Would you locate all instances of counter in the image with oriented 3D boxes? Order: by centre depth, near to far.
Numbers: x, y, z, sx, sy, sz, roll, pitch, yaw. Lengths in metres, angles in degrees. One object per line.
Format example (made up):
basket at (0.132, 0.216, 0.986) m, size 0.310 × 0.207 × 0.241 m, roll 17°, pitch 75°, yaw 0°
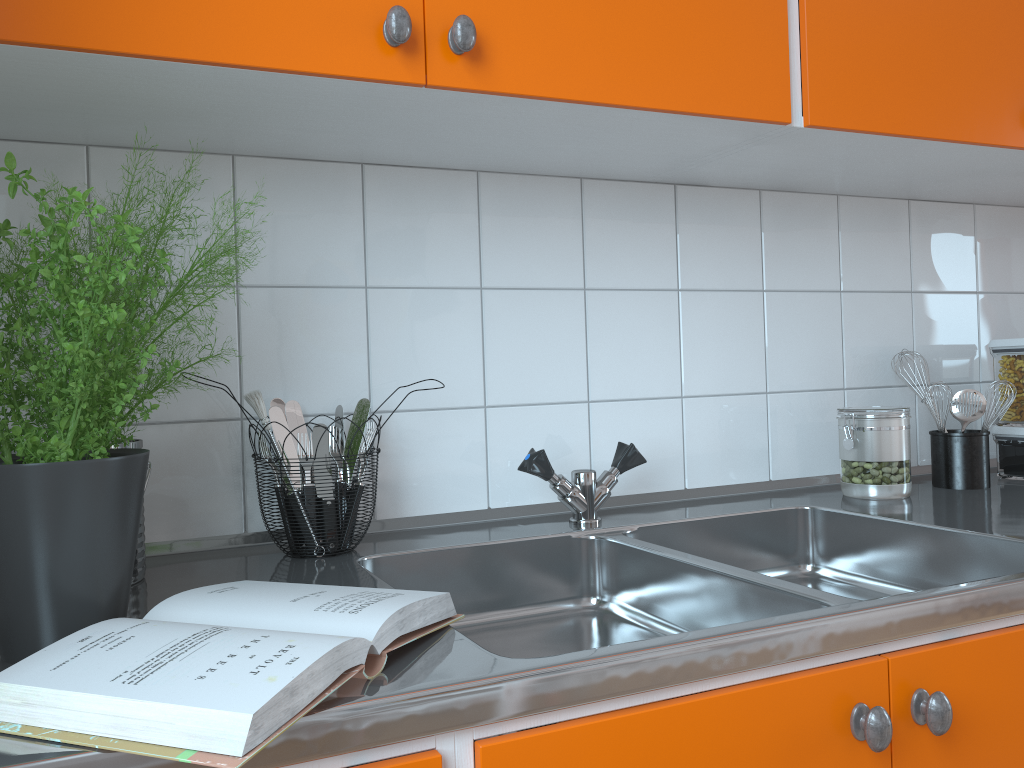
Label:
counter at (0.842, 0.228, 1.411) m, size 3.083 × 0.132 × 0.685 m, roll -2°, pitch 1°, yaw -24°

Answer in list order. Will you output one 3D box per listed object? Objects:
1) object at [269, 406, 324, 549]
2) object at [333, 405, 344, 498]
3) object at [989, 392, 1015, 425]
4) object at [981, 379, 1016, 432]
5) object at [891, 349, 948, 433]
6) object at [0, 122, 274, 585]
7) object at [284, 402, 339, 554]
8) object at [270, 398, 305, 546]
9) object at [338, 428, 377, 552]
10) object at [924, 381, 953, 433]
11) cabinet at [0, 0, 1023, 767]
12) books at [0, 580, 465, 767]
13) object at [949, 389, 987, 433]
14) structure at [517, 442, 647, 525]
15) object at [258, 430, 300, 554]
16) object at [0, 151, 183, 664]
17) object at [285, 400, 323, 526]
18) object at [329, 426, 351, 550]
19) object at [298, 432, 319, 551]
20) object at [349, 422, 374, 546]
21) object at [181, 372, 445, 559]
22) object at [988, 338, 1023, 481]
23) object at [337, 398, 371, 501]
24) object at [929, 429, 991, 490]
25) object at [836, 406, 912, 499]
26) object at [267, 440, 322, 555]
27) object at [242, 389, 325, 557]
object at (-0.291, 0.125, 1.202) m, size 0.089 × 0.192 × 0.024 m, roll -2°, pitch 0°, yaw 32°
object at (-0.241, 0.124, 1.231) m, size 0.017 × 0.189 × 0.060 m, roll -2°, pitch 0°, yaw -4°
object at (0.838, 0.097, 1.577) m, size 0.034 × 0.164 × 0.119 m, roll -2°, pitch 0°, yaw -44°
object at (0.835, 0.058, 1.542) m, size 0.044 × 0.131 × 0.077 m, roll -2°, pitch 0°, yaw -32°
object at (0.789, 0.057, 1.638) m, size 0.063 × 0.251 × 0.186 m, roll -2°, pitch 0°, yaw -23°
object at (-0.448, -0.025, 1.008) m, size 0.322 × 0.511 × 0.285 m, roll -2°, pitch 0°, yaw -29°
object at (-0.257, 0.120, 1.206) m, size 0.074 × 0.199 × 0.135 m, roll -2°, pitch 0°, yaw -44°
object at (-0.305, 0.120, 1.214) m, size 0.025 × 0.203 × 0.056 m, roll -2°, pitch 0°, yaw -41°
object at (-0.208, 0.140, 1.184) m, size 0.021 × 0.158 × 0.077 m, roll -2°, pitch 0°, yaw 33°
object at (0.756, 0.090, 1.566) m, size 0.045 × 0.190 × 0.106 m, roll -2°, pitch 0°, yaw 27°
cabinet at (0.838, -0.128, 1.396) m, size 3.084 × 2.348 × 0.709 m, roll -2°, pitch 0°, yaw -24°
books at (-0.211, 0.207, 0.716) m, size 0.234 × 0.040 × 0.339 m, roll -2°, pitch 1°, yaw 20°
object at (0.774, 0.097, 1.543) m, size 0.052 × 0.176 × 0.088 m, roll -2°, pitch 0°, yaw -16°
structure at (0.108, 0.150, 1.330) m, size 0.199 × 0.116 × 0.049 m, roll -2°, pitch 0°, yaw -24°
object at (-0.309, 0.142, 1.174) m, size 0.071 × 0.163 × 0.020 m, roll -2°, pitch 0°, yaw 35°
object at (-0.407, 0.019, 0.780) m, size 0.191 × 0.432 × 0.156 m, roll -2°, pitch 0°, yaw 0°
object at (-0.278, 0.121, 1.223) m, size 0.076 × 0.198 × 0.022 m, roll -2°, pitch 0°, yaw 30°
object at (-0.234, 0.139, 1.200) m, size 0.020 × 0.163 × 0.072 m, roll -2°, pitch 0°, yaw -21°
object at (-0.273, 0.144, 1.194) m, size 0.020 × 0.153 × 0.086 m, roll -2°, pitch 0°, yaw -18°
object at (-0.209, 0.136, 1.206) m, size 0.021 × 0.166 × 0.054 m, roll -2°, pitch 0°, yaw 42°
object at (-0.250, 0.100, 1.181) m, size 0.175 × 0.244 × 0.325 m, roll -2°, pitch 0°, yaw 43°
object at (1.055, 0.042, 1.689) m, size 0.299 × 0.261 × 0.095 m, roll -2°, pitch 0°, yaw -24°
object at (-0.227, 0.120, 1.217) m, size 0.024 × 0.198 × 0.074 m, roll -2°, pitch 0°, yaw 44°
object at (0.797, 0.136, 1.576) m, size 0.095 × 0.105 × 0.097 m, roll -2°, pitch 0°, yaw -43°
object at (0.616, 0.115, 1.506) m, size 0.118 × 0.150 × 0.116 m, roll -2°, pitch 0°, yaw 10°
object at (-0.288, 0.149, 1.172) m, size 0.019 × 0.146 × 0.110 m, roll -2°, pitch 0°, yaw -44°
object at (-0.286, 0.115, 1.114) m, size 0.098 × 0.218 × 0.018 m, roll -2°, pitch 0°, yaw -24°
